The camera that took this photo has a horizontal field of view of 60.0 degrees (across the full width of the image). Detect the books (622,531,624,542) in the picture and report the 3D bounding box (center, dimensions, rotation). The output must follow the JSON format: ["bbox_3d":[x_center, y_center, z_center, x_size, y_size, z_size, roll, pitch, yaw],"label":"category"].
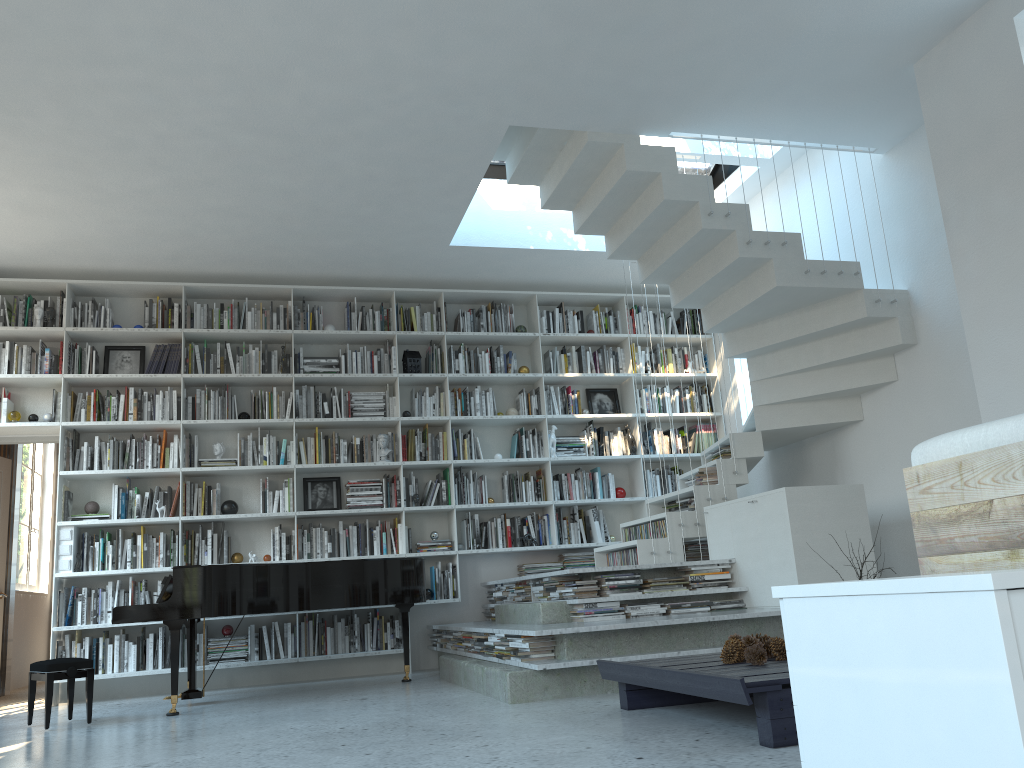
[{"bbox_3d":[0.911,1.180,6.814,0.125,0.125,0.009,0,-13,-16],"label":"books"}]

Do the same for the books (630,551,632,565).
[{"bbox_3d":[0.903,1.235,6.297,0.125,0.125,0.008,0,-13,-16],"label":"books"}]

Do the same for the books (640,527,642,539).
[{"bbox_3d":[1.001,1.095,6.490,0.125,0.125,0.010,0,-13,-16],"label":"books"}]

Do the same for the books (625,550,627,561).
[{"bbox_3d":[0.881,1.255,6.376,0.125,0.125,0.008,0,-13,-16],"label":"books"}]

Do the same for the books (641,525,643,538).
[{"bbox_3d":[1.008,1.089,6.468,0.125,0.125,0.007,0,-13,-16],"label":"books"}]

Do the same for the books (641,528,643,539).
[{"bbox_3d":[1.006,1.091,6.475,0.125,0.125,0.007,0,-13,-16],"label":"books"}]

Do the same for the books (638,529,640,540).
[{"bbox_3d":[0.990,1.105,6.529,0.125,0.125,0.009,0,-13,-16],"label":"books"}]

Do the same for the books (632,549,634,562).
[{"bbox_3d":[0.914,1.225,6.259,0.125,0.125,0.008,0,-13,-16],"label":"books"}]

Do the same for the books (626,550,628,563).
[{"bbox_3d":[0.885,1.252,6.363,0.125,0.125,0.008,0,-13,-16],"label":"books"}]

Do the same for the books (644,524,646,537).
[{"bbox_3d":[1.022,1.076,6.416,0.125,0.125,0.007,0,-13,-16],"label":"books"}]

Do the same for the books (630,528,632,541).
[{"bbox_3d":[0.952,1.141,6.665,0.125,0.125,0.010,0,-13,-16],"label":"books"}]

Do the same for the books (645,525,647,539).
[{"bbox_3d":[1.024,1.074,6.409,0.125,0.125,0.008,0,-13,-16],"label":"books"}]

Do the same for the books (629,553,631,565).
[{"bbox_3d":[0.897,1.241,6.320,0.125,0.125,0.010,0,-13,-16],"label":"books"}]

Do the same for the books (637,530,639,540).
[{"bbox_3d":[0.985,1.110,6.547,0.125,0.125,0.012,0,-13,-16],"label":"books"}]

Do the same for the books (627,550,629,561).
[{"bbox_3d":[0.891,1.246,6.341,0.125,0.125,0.008,0,-13,-16],"label":"books"}]

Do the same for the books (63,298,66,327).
[{"bbox_3d":[-3.460,-0.509,6.911,0.024,0.251,0.235,0,-14,-16],"label":"books"}]

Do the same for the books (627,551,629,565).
[{"bbox_3d":[0.889,1.248,6.348,0.125,0.125,0.007,0,-13,-16],"label":"books"}]

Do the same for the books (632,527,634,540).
[{"bbox_3d":[0.963,1.131,6.627,0.125,0.125,0.008,0,-13,-16],"label":"books"}]

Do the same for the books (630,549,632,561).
[{"bbox_3d":[0.905,1.233,6.290,0.125,0.125,0.007,0,-13,-16],"label":"books"}]

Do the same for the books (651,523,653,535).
[{"bbox_3d":[1.055,1.045,6.300,0.125,0.125,0.009,0,-13,-16],"label":"books"}]

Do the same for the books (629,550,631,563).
[{"bbox_3d":[0.899,1.238,6.311,0.125,0.125,0.008,0,-13,-16],"label":"books"}]

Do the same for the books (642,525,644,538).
[{"bbox_3d":[1.012,1.085,6.451,0.125,0.125,0.008,0,-13,-16],"label":"books"}]

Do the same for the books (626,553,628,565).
[{"bbox_3d":[0.883,1.254,6.369,0.125,0.125,0.008,0,-13,-16],"label":"books"}]

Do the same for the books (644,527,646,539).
[{"bbox_3d":[1.020,1.078,6.423,0.125,0.125,0.008,0,-13,-16],"label":"books"}]

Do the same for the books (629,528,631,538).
[{"bbox_3d":[0.950,1.144,6.675,0.125,0.125,0.010,0,-13,-16],"label":"books"}]

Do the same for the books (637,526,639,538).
[{"bbox_3d":[0.988,1.107,6.537,0.125,0.125,0.010,0,-13,-16],"label":"books"}]

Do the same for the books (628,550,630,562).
[{"bbox_3d":[0.895,1.242,6.326,0.125,0.125,0.010,0,-13,-16],"label":"books"}]

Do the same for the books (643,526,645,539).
[{"bbox_3d":[1.016,1.081,6.437,0.125,0.125,0.008,0,-13,-16],"label":"books"}]

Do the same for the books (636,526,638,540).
[{"bbox_3d":[0.983,1.113,6.557,0.125,0.125,0.008,0,-13,-16],"label":"books"}]

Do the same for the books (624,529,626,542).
[{"bbox_3d":[0.923,1.169,6.771,0.125,0.125,0.009,0,-13,-16],"label":"books"}]

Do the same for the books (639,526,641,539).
[{"bbox_3d":[0.995,1.101,6.511,0.125,0.125,0.010,0,-13,-16],"label":"books"}]

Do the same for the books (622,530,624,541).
[{"bbox_3d":[0.913,1.178,6.807,0.125,0.125,0.008,0,-13,-16],"label":"books"}]

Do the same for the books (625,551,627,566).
[{"bbox_3d":[0.879,1.257,6.384,0.125,0.125,0.008,0,-13,-16],"label":"books"}]

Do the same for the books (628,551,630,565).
[{"bbox_3d":[0.893,1.244,6.333,0.125,0.125,0.009,0,-13,-16],"label":"books"}]

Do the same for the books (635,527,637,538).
[{"bbox_3d":[0.979,1.116,6.570,0.125,0.125,0.008,0,-13,-16],"label":"books"}]

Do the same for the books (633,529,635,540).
[{"bbox_3d":[0.967,1.127,6.613,0.125,0.125,0.008,0,-13,-16],"label":"books"}]

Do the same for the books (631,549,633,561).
[{"bbox_3d":[0.910,1.228,6.274,0.125,0.125,0.011,0,-13,-16],"label":"books"}]

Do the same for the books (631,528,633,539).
[{"bbox_3d":[0.959,1.135,6.642,0.125,0.125,0.009,0,-13,-16],"label":"books"}]

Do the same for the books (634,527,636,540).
[{"bbox_3d":[0.973,1.122,6.591,0.125,0.125,0.007,0,-13,-16],"label":"books"}]

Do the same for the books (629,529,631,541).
[{"bbox_3d":[0.947,1.146,6.685,0.125,0.125,0.010,0,-13,-16],"label":"books"}]

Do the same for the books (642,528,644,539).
[{"bbox_3d":[1.010,1.087,6.460,0.125,0.125,0.010,0,-13,-16],"label":"books"}]

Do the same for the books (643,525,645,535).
[{"bbox_3d":[1.018,1.079,6.430,0.125,0.125,0.008,0,-13,-16],"label":"books"}]

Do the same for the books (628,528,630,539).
[{"bbox_3d":[0.944,1.149,6.694,0.125,0.125,0.008,0,-13,-16],"label":"books"}]

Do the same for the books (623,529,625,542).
[{"bbox_3d":[0.917,1.174,6.792,0.125,0.125,0.008,0,-13,-16],"label":"books"}]

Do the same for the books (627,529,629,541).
[{"bbox_3d":[0.938,1.154,6.715,0.125,0.125,0.007,0,-13,-16],"label":"books"}]

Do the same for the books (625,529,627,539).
[{"bbox_3d":[0.929,1.163,6.748,0.125,0.125,0.010,0,-13,-16],"label":"books"}]

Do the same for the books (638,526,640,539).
[{"bbox_3d":[0.993,1.103,6.520,0.125,0.125,0.007,0,-13,-16],"label":"books"}]

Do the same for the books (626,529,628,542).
[{"bbox_3d":[0.931,1.161,6.740,0.125,0.125,0.012,0,-13,-16],"label":"books"}]

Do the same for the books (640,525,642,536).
[{"bbox_3d":[1.004,1.093,6.482,0.125,0.125,0.007,0,-13,-16],"label":"books"}]

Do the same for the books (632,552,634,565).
[{"bbox_3d":[0.912,1.227,6.267,0.125,0.125,0.011,0,-13,-16],"label":"books"}]

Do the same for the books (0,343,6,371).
[{"bbox_3d":[-3.883,-0.158,6.750,0.028,0.287,0.133,0,-14,-16],"label":"books"}]

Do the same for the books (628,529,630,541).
[{"bbox_3d":[0.942,1.150,6.701,0.125,0.125,0.008,0,-13,-16],"label":"books"}]

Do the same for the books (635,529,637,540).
[{"bbox_3d":[0.977,1.118,6.577,0.125,0.125,0.007,0,-13,-16],"label":"books"}]

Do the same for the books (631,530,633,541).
[{"bbox_3d":[0.957,1.137,6.649,0.125,0.125,0.009,0,-13,-16],"label":"books"}]

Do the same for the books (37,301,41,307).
[{"bbox_3d":[-3.658,-0.498,6.880,0.025,0.243,0.168,0,-14,-16],"label":"books"}]

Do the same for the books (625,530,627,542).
[{"bbox_3d":[0.927,1.165,6.757,0.125,0.125,0.008,0,-13,-16],"label":"books"}]

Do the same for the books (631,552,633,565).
[{"bbox_3d":[0.907,1.231,6.283,0.125,0.125,0.008,0,-13,-16],"label":"books"}]

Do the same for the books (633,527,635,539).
[{"bbox_3d":[0.969,1.125,6.606,0.125,0.125,0.008,0,-13,-16],"label":"books"}]
